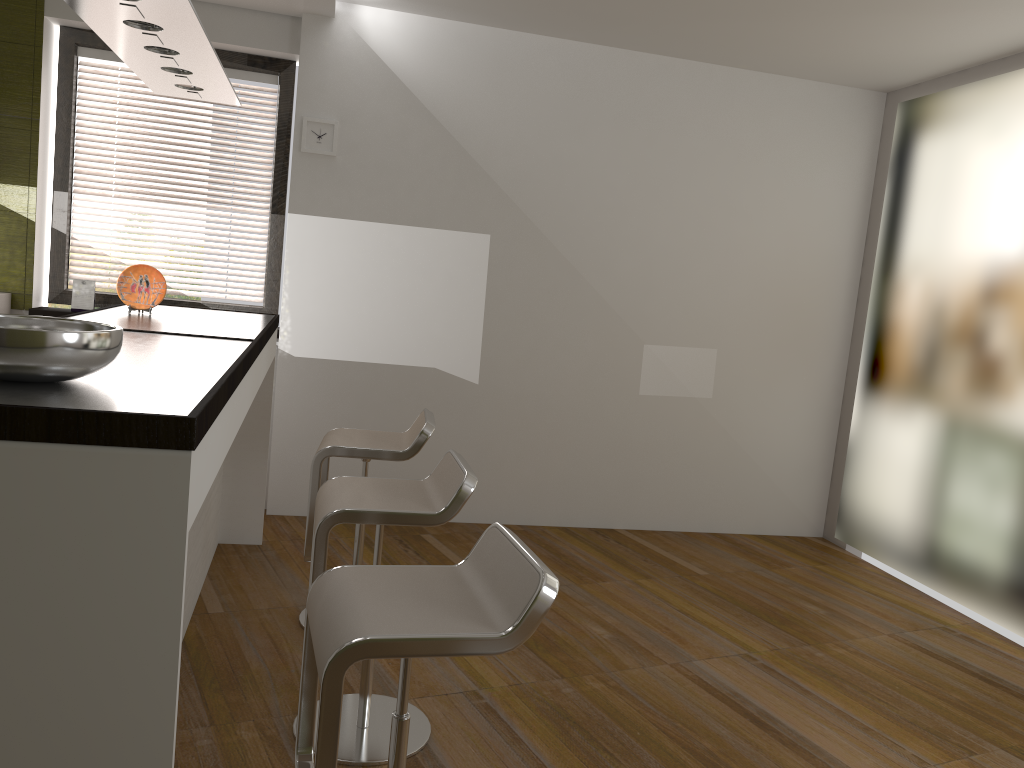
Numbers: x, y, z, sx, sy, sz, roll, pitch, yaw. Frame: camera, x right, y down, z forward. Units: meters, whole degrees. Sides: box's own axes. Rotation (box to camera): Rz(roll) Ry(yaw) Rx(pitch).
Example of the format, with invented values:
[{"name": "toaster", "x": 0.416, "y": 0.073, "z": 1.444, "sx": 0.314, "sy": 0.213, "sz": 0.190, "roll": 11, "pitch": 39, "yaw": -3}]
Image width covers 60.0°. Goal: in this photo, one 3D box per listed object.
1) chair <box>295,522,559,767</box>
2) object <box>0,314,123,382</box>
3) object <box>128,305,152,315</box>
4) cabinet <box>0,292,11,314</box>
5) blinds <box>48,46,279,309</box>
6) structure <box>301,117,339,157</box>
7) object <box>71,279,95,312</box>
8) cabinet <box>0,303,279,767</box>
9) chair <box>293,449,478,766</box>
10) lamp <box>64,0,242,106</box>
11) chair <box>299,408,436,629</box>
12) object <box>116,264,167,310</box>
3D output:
[{"name": "chair", "x": -0.215, "y": 0.745, "z": 1.851, "sx": 0.460, "sy": 0.857, "sz": 0.418, "roll": 4, "pitch": 7, "yaw": -17}, {"name": "object", "x": -0.892, "y": -0.063, "z": 1.642, "sx": 0.311, "sy": 0.105, "sz": 0.311, "roll": 6, "pitch": 6, "yaw": 0}, {"name": "object", "x": -1.455, "y": -0.343, "z": 3.483, "sx": 0.088, "sy": 0.131, "sz": 0.072, "roll": 4, "pitch": 7, "yaw": -18}, {"name": "cabinet", "x": -2.542, "y": 0.246, "z": 3.135, "sx": 0.465, "sy": 1.086, "sz": 2.940, "roll": 4, "pitch": 7, "yaw": -13}, {"name": "blinds", "x": -5.016, "y": -4.196, "z": 6.787, "sx": 9.030, "sy": 12.704, "sz": 16.000, "roll": 9, "pitch": 7, "yaw": 27}, {"name": "structure", "x": -1.011, "y": -1.300, "z": 4.664, "sx": 0.180, "sy": 0.180, "sz": 0.026, "roll": 4, "pitch": 7, "yaw": -13}, {"name": "object", "x": -2.250, "y": -0.462, "z": 4.657, "sx": 0.106, "sy": 0.169, "sz": 0.057, "roll": 4, "pitch": 7, "yaw": -18}, {"name": "cabinet", "x": -1.187, "y": 0.396, "z": 2.820, "sx": 0.663, "sy": 1.134, "sz": 2.947, "roll": 4, "pitch": 7, "yaw": -13}, {"name": "chair", "x": -0.394, "y": 0.634, "z": 2.671, "sx": 0.460, "sy": 0.857, "sz": 0.418, "roll": 4, "pitch": 7, "yaw": -12}, {"name": "lamp", "x": -1.029, "y": -1.347, "z": 2.655, "sx": 0.326, "sy": 0.683, "sz": 1.677, "roll": 4, "pitch": 7, "yaw": -13}, {"name": "chair", "x": -0.572, "y": 0.523, "z": 3.492, "sx": 0.460, "sy": 0.857, "sz": 0.418, "roll": 5, "pitch": 6, "yaw": -7}, {"name": "object", "x": -1.452, "y": -0.380, "z": 3.479, "sx": 0.184, "sy": 0.178, "sz": 0.055, "roll": 4, "pitch": 7, "yaw": -16}]
